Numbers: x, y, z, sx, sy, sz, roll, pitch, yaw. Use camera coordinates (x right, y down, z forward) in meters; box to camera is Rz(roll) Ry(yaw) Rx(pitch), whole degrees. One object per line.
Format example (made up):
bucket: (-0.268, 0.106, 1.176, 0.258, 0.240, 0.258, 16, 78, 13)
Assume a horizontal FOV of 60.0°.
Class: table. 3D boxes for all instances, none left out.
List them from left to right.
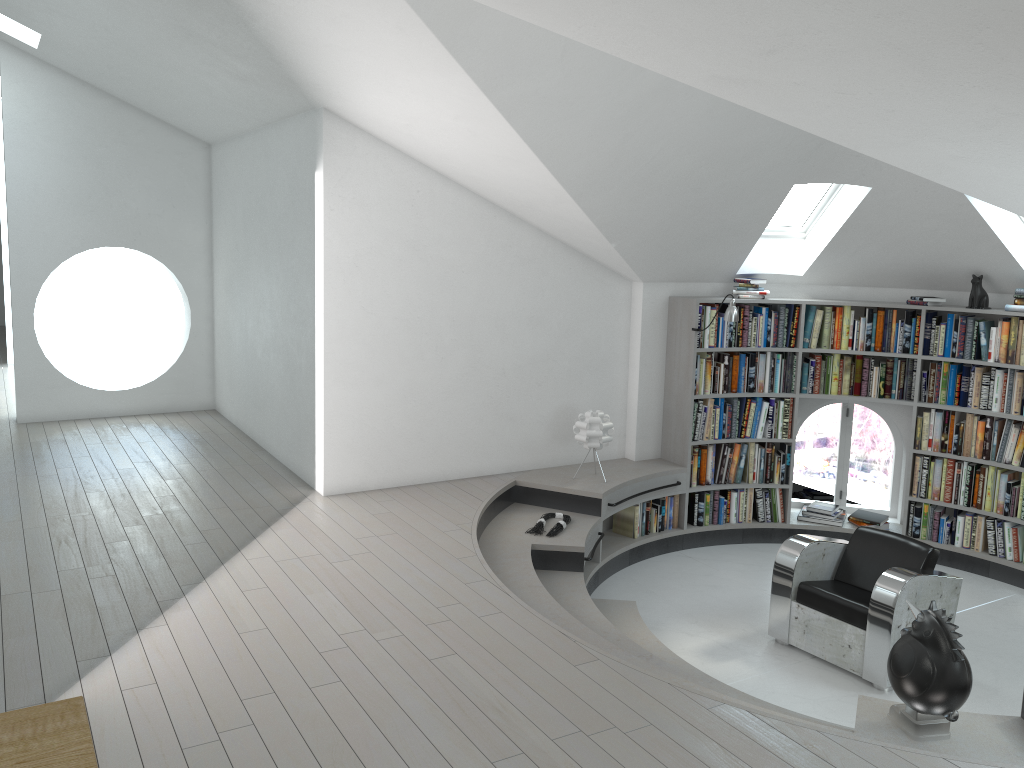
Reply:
table: (-2.123, 1.244, 0.689, 3.351, 0.796, 1.022, -4, 10, -30)

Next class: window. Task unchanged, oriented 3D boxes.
window: (3.722, 0.767, 7.019, 0.618, 1.146, 3.239, -6, 12, -44)
window: (3.311, -1.267, 5.856, 1.933, 0.710, 4.069, -4, 11, -30)

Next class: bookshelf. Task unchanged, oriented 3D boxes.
bookshelf: (3.261, 0.481, 6.092, 2.110, 1.873, 4.348, -3, 10, -30)

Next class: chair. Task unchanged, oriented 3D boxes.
chair: (2.179, 1.319, 5.490, 0.742, 0.716, 0.825, -5, 11, -36)

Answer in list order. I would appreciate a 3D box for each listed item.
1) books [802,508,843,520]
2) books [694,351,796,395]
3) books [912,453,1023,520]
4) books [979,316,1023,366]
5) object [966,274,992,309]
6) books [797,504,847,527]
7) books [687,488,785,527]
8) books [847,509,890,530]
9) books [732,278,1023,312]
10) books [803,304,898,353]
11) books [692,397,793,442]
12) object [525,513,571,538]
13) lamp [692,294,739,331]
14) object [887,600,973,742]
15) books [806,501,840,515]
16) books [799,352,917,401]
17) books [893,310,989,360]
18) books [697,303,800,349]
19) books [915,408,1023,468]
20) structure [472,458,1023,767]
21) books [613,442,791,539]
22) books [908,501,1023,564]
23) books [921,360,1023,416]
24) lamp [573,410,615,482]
books: (2.683, 1.101, 7.656, 0.270, 0.031, 0.286, 8, 11, 35)
books: (1.877, -0.107, 7.369, 1.088, 0.346, 0.304, -1, 9, -15)
books: (3.674, 0.786, 6.937, 1.034, 0.356, 0.293, 10, 12, 44)
books: (4.051, -0.253, 6.230, 0.394, 0.365, 1.572, -2, 10, -25)
object: (3.612, -0.710, 6.827, 0.202, 0.264, 0.147, -4, 10, -34)
books: (2.682, 1.135, 7.661, 0.366, 0.042, 0.389, 6, 10, 25)
books: (1.882, 1.001, 7.520, 0.918, 0.318, 0.284, 0, 9, -12)
books: (3.002, 1.150, 7.460, 0.292, 0.099, 0.319, -3, 11, -29)
books: (3.161, -0.689, 6.891, 2.818, 0.173, 0.749, 7, 11, 29)
books: (2.770, -0.471, 7.329, 0.793, 0.371, 0.270, 4, 9, 13)
books: (1.852, 0.272, 7.372, 1.019, 0.358, 0.261, -1, 9, -14)
object: (0.272, 0.973, 6.141, 0.218, 0.082, 0.474, 5, 10, 22)
lamp: (1.591, -0.551, 6.882, 0.117, 0.311, 0.415, -4, 10, -33)
object: (1.710, 1.161, 3.630, 0.320, 0.560, 0.321, 7, 10, 32)
books: (2.684, 1.070, 7.652, 0.214, 0.036, 0.227, 8, 11, 35)
books: (3.440, 0.022, 6.880, 2.534, 0.369, 0.592, 9, 12, 39)
books: (3.401, -0.400, 7.077, 0.683, 0.345, 0.265, 8, 11, 36)
books: (1.874, -0.488, 7.300, 1.032, 0.360, 0.302, -1, 9, -14)
books: (3.674, 0.403, 6.893, 1.000, 0.350, 0.298, 10, 12, 42)
structure: (2.052, 1.320, 5.496, 4.711, 0.690, 4.727, 4, 10, 14)
books: (1.585, 0.823, 7.370, 1.641, 0.693, 0.392, -2, 9, -20)
books: (3.649, 1.143, 6.994, 1.021, 0.305, 0.288, 10, 12, 43)
books: (3.714, 0.024, 6.872, 0.301, 0.357, 1.031, -7, 12, -44)
lamp: (0.615, 0.462, 6.728, 0.306, 0.523, 0.306, -6, 11, -42)
